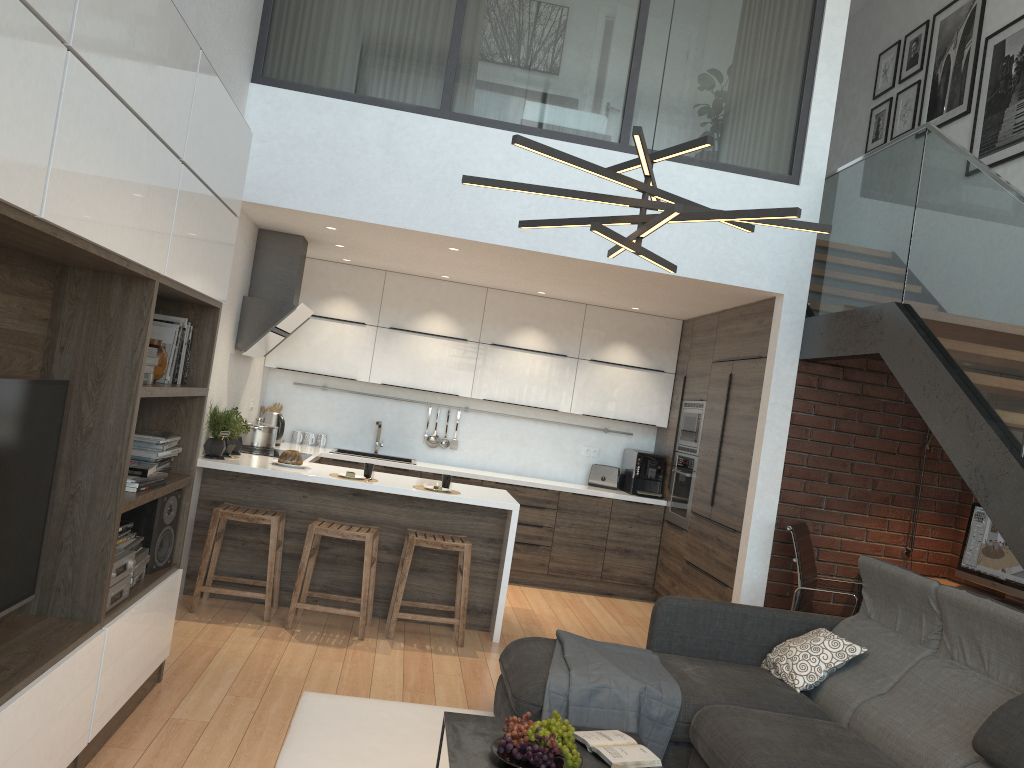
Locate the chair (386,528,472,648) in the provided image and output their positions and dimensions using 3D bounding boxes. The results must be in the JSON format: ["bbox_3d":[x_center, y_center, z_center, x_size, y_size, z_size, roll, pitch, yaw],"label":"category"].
[{"bbox_3d":[-0.485,1.211,5.328,0.450,0.600,0.350,9,-1,-9],"label":"chair"}]

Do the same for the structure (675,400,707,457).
[{"bbox_3d":[1.645,0.381,7.100,0.459,0.430,0.595,9,-1,-6],"label":"structure"}]

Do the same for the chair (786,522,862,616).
[{"bbox_3d":[1.920,1.375,5.284,0.700,0.991,0.651,8,-2,28],"label":"chair"}]

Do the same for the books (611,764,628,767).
[{"bbox_3d":[0.369,1.214,2.658,0.179,0.029,0.225,8,-1,17],"label":"books"}]

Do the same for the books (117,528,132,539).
[{"bbox_3d":[-1.569,0.569,3.421,0.142,0.015,0.198,9,-1,-8],"label":"books"}]

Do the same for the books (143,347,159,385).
[{"bbox_3d":[-1.426,-0.084,3.133,0.277,0.137,0.343,9,-1,-11],"label":"books"}]

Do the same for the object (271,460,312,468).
[{"bbox_3d":[-1.401,0.511,5.635,0.261,0.021,0.261,9,-1,-12],"label":"object"}]

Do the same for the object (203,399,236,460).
[{"bbox_3d":[-1.783,0.273,5.413,0.186,0.367,0.196,9,-1,-7],"label":"object"}]

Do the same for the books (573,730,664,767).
[{"bbox_3d":[0.345,1.221,2.983,0.199,0.025,0.294,9,-2,-27],"label":"books"}]

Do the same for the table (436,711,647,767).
[{"bbox_3d":[0.122,1.358,2.798,0.700,0.323,0.700,9,-1,-6],"label":"table"}]

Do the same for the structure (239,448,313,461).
[{"bbox_3d":[-1.731,0.486,6.328,0.550,0.006,0.609,9,-1,-6],"label":"structure"}]

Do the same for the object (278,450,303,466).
[{"bbox_3d":[-1.407,0.471,5.646,0.155,0.101,0.161,9,-1,-11],"label":"object"}]

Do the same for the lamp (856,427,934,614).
[{"bbox_3d":[2.666,0.977,5.251,0.462,2.003,1.054,9,-2,-23],"label":"lamp"}]

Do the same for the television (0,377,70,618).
[{"bbox_3d":[-1.405,0.366,2.185,0.229,0.779,1.220,9,-1,-6],"label":"television"}]

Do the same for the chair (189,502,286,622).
[{"bbox_3d":[-1.589,1.040,5.246,0.450,0.600,0.350,9,-1,-6],"label":"chair"}]

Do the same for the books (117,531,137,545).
[{"bbox_3d":[-1.569,0.588,3.422,0.161,0.023,0.213,9,-1,-3],"label":"books"}]

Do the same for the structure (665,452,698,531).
[{"bbox_3d":[1.552,0.873,7.085,0.495,0.570,0.595,9,-1,-6],"label":"structure"}]

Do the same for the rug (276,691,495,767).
[{"bbox_3d":[-0.027,1.516,2.920,1.606,0.013,2.496,9,-1,-7],"label":"rug"}]

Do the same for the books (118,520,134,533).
[{"bbox_3d":[-1.581,0.547,3.423,0.161,0.023,0.213,9,-1,-3],"label":"books"}]

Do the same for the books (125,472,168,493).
[{"bbox_3d":[-1.483,0.356,3.362,0.250,0.047,0.310,9,-1,-1],"label":"books"}]

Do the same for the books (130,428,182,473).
[{"bbox_3d":[-1.545,0.291,3.715,0.224,0.176,0.374,9,-1,-7],"label":"books"}]

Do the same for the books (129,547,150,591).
[{"bbox_3d":[-1.561,0.706,3.430,0.248,0.123,0.307,9,-1,-11],"label":"books"}]

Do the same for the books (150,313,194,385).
[{"bbox_3d":[-1.499,-0.153,3.748,0.201,0.287,0.332,9,-1,-6],"label":"books"}]

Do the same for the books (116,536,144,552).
[{"bbox_3d":[-1.567,0.621,3.424,0.224,0.042,0.277,9,-1,-11],"label":"books"}]

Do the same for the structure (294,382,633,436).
[{"bbox_3d":[-0.395,0.223,7.762,3.000,0.045,0.050,9,-1,-6],"label":"structure"}]

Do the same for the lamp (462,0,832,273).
[{"bbox_3d":[0.679,-2.224,2.921,1.200,3.645,0.831,9,-1,4],"label":"lamp"}]

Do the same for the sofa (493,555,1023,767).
[{"bbox_3d":[0.869,1.154,2.735,2.108,0.995,3.169,9,-1,-6],"label":"sofa"}]

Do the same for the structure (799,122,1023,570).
[{"bbox_3d":[2.535,0.433,4.337,1.289,3.460,5.660,9,-1,-6],"label":"structure"}]

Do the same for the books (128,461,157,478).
[{"bbox_3d":[-1.506,0.313,3.368,0.266,0.030,0.209,9,-1,-13],"label":"books"}]

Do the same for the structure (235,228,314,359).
[{"bbox_3d":[-1.644,-0.666,6.351,0.407,0.998,0.898,9,-1,-6],"label":"structure"}]

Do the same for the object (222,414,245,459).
[{"bbox_3d":[-1.811,0.316,5.628,0.221,0.283,0.211,8,-1,7],"label":"object"}]

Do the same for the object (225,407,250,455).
[{"bbox_3d":[-1.825,0.305,5.824,0.179,0.311,0.172,9,-1,4],"label":"object"}]

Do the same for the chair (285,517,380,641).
[{"bbox_3d":[-1.020,1.126,5.187,0.450,0.600,0.350,9,-1,-1],"label":"chair"}]
